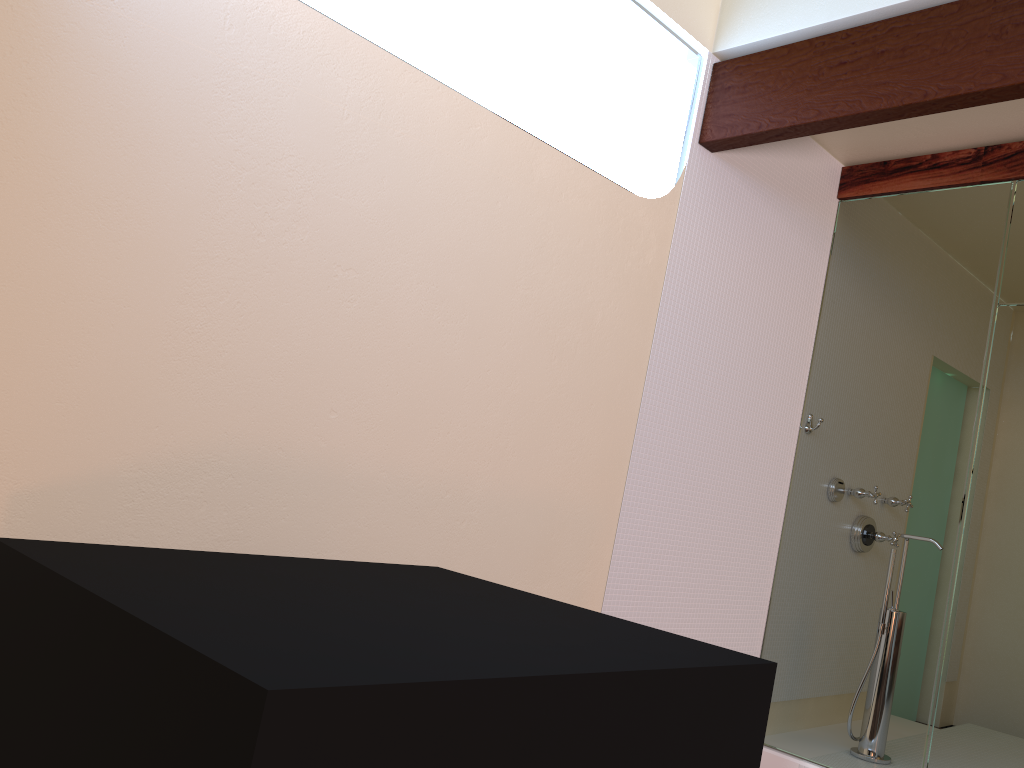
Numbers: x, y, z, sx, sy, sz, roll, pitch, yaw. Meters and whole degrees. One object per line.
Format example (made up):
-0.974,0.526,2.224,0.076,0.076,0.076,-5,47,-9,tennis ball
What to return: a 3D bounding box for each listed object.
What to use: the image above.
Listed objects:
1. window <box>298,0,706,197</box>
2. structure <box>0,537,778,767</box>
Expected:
1.064,-1.081,1.040,3.512,0.674,2.119,3,-10,45,window
-0.258,0.778,1.280,0.799,0.858,0.874,4,-9,45,structure
